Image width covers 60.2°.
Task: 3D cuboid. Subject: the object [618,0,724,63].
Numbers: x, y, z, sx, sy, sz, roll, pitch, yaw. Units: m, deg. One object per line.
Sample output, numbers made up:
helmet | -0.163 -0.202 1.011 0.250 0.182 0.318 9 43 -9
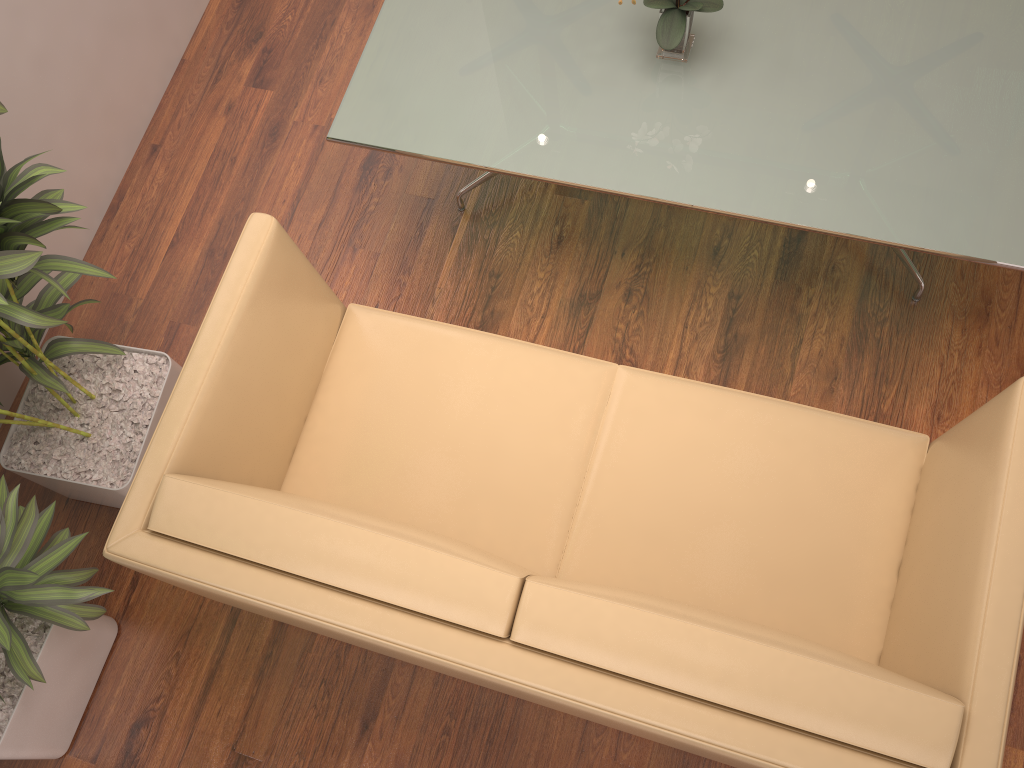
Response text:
object | 0.405 -1.040 2.069 0.297 0.607 0.360 9 70 11

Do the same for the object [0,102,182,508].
object | -1.370 -0.216 1.844 0.957 2.168 1.060 27 74 17

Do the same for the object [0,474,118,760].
object | -1.557 0.392 1.669 1.066 2.168 0.951 32 75 18

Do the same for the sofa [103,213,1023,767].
sofa | 0.142 0.321 2.133 1.795 0.863 0.857 14 72 13

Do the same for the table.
table | 0.550 -0.768 2.587 1.864 0.577 0.917 14 73 13
